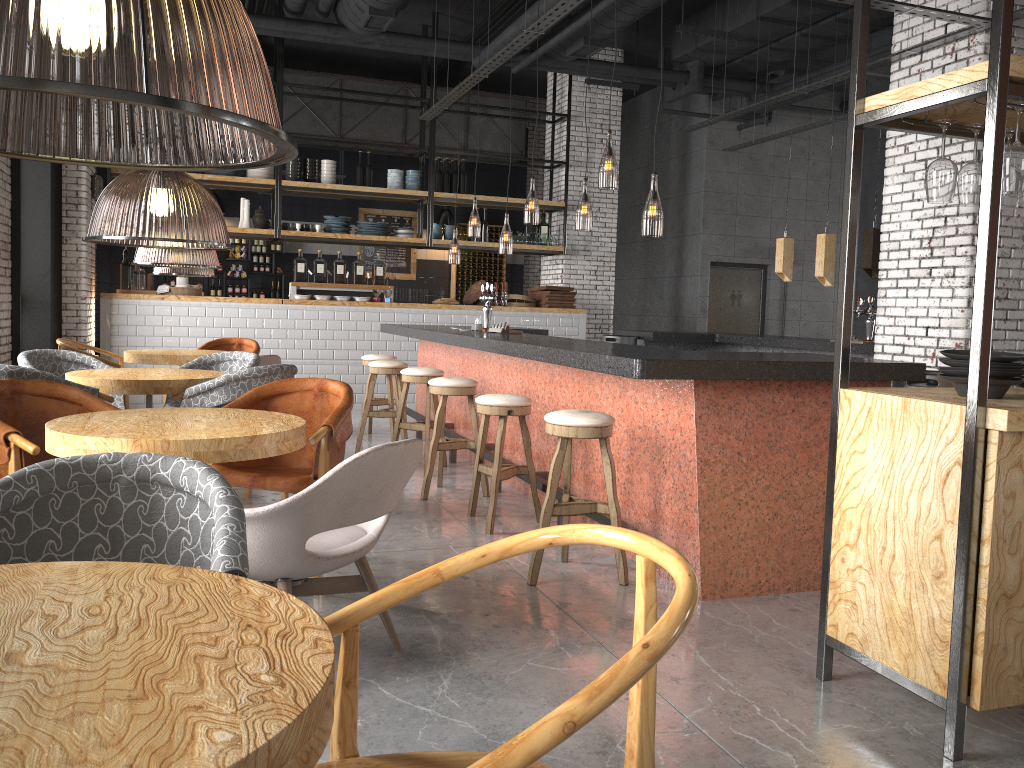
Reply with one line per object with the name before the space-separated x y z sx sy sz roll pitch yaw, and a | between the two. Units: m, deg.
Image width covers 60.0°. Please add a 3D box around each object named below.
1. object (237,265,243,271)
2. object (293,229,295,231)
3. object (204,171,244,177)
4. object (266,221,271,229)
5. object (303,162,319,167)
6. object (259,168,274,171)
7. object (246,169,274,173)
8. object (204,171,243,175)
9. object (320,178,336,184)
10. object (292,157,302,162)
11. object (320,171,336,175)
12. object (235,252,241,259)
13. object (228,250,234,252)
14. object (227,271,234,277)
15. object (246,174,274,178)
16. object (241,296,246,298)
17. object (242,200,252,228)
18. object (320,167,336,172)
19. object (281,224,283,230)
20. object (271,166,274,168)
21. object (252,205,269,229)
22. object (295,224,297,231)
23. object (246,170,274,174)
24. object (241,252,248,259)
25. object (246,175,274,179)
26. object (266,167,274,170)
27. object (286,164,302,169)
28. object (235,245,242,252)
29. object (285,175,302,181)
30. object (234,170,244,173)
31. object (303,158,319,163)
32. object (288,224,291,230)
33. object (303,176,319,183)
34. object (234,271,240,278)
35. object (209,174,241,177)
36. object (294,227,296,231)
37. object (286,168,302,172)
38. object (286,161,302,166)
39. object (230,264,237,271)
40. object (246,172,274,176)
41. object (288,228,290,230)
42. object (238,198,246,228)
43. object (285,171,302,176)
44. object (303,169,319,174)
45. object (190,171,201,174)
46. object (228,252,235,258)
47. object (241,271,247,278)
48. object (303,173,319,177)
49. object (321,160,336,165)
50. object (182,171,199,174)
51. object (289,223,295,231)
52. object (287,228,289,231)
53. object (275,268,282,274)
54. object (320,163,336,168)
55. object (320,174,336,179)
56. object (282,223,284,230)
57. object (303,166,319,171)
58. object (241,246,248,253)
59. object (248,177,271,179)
object | -4.224 -1.801 13.776 0.111 0.101 0.090 5 5 37
object | -2.742 -1.955 11.238 0.072 0.097 0.072 -1 5 -30
object | -3.503 -2.534 10.789 0.454 0.045 0.454 -3 7 -44
object | -3.130 -2.015 11.107 0.203 0.212 0.203 3 4 18
object | -2.520 -2.719 11.121 0.196 0.102 0.197 0 5 -26
object | -3.103 -2.624 10.921 0.334 0.039 0.335 1 5 -12
object | -3.104 -2.608 10.922 0.335 0.040 0.335 4 5 25
object | -3.503 -2.557 10.786 0.454 0.042 0.454 5 6 31
object | -2.323 -2.542 11.202 0.196 0.105 0.196 -2 6 -41
object | -2.722 -2.765 11.051 0.196 0.105 0.197 2 5 2
object | -2.320 -2.631 11.197 0.196 0.104 0.197 3 5 16
object | -4.244 -1.997 13.739 0.092 0.112 0.100 -1 5 -33
object | -4.337 -2.099 13.699 0.092 0.112 0.100 -1 5 -33
object | -4.370 -1.705 13.721 0.085 0.111 0.119 5 5 39
object | -3.105 -2.550 10.926 0.335 0.037 0.335 5 6 37
object | -4.175 -1.325 13.815 0.107 0.108 0.089 4 5 31
object | -3.242 -2.070 10.836 0.132 0.359 0.127 2 4 6
object | -2.323 -2.675 11.198 0.196 0.103 0.197 2 5 -3
object | -2.851 -1.945 11.076 0.072 0.097 0.072 -1 5 -31
object | -3.102 -2.663 10.920 0.335 0.041 0.335 6 6 40
object | -3.092 -2.046 10.904 0.196 0.305 0.196 3 4 18
object | -2.665 -1.934 11.017 0.072 0.097 0.072 1 4 -18
object | -3.105 -2.589 10.924 0.335 0.039 0.335 6 6 37
object | -4.155 -1.995 13.772 0.092 0.108 0.105 1 4 -8
object | -3.107 -2.531 10.929 0.335 0.045 0.335 -2 6 -38
object | -3.103 -2.644 10.920 0.334 0.042 0.335 -2 6 -36
object | -2.722 -2.676 11.056 0.196 0.100 0.196 5 6 36
object | -4.238 -2.096 13.735 0.107 0.108 0.089 4 5 31
object | -2.728 -2.544 11.066 0.196 0.102 0.197 1 5 -7
object | -3.502 -2.580 10.785 0.454 0.038 0.455 0 5 -18
object | -2.520 -2.764 11.122 0.196 0.102 0.197 -2 6 -43
object | -2.739 -1.934 10.991 0.072 0.097 0.072 -1 5 -33
object | -2.529 -2.544 11.137 0.196 0.104 0.197 3 5 17
object | -4.267 -1.701 13.768 0.111 0.101 0.090 5 5 37
object | -3.504 -2.509 10.790 0.454 0.033 0.455 1 5 -11
object | -2.704 -1.944 11.128 0.072 0.097 0.072 -1 5 -31
object | -2.724 -2.632 11.059 0.196 0.102 0.197 3 5 10
object | -2.715 -2.721 11.052 0.196 0.107 0.197 3 5 9
object | -4.317 -1.802 13.743 0.111 0.101 0.090 5 5 37
object | -3.105 -2.570 10.925 0.335 0.040 0.335 5 6 34
object | -2.778 -1.945 11.102 0.072 0.097 0.072 3 4 13
object | -3.324 -2.100 10.965 0.126 0.394 0.126 3 4 21
object | -2.727 -2.588 11.062 0.196 0.104 0.196 5 6 34
object | -2.520 -2.632 11.125 0.196 0.107 0.196 6 6 42
object | -3.965 -2.535 10.627 0.454 0.043 0.455 0 5 -17
object | -4.337 -1.996 13.708 0.107 0.108 0.089 4 5 31
object | -4.168 -1.705 13.792 0.092 0.112 0.100 -1 5 -33
object | -2.526 -2.587 11.132 0.196 0.101 0.197 2 5 0
object | -2.318 -2.763 11.193 0.196 0.103 0.197 -2 6 -41
object | -3.965 -2.511 10.628 0.454 0.033 0.455 1 5 -11
object | -2.701 -1.923 10.881 0.072 0.097 0.072 2 4 3
object | -2.816 -1.955 11.212 0.072 0.097 0.072 2 4 -1
object | -3.671 -1.781 13.957 0.107 0.108 0.089 4 5 31
object | -2.319 -2.719 11.193 0.196 0.100 0.197 0 5 -23
object | -2.324 -2.586 11.199 0.196 0.104 0.197 -2 6 -43
object | -2.812 -1.934 10.966 0.072 0.097 0.072 0 4 -20
object | -2.522 -2.675 11.124 0.196 0.102 0.197 1 5 -9
object | -4.151 -2.096 13.765 0.092 0.108 0.105 1 4 -8
object | -3.107 -2.511 10.929 0.335 0.033 0.335 4 5 19
